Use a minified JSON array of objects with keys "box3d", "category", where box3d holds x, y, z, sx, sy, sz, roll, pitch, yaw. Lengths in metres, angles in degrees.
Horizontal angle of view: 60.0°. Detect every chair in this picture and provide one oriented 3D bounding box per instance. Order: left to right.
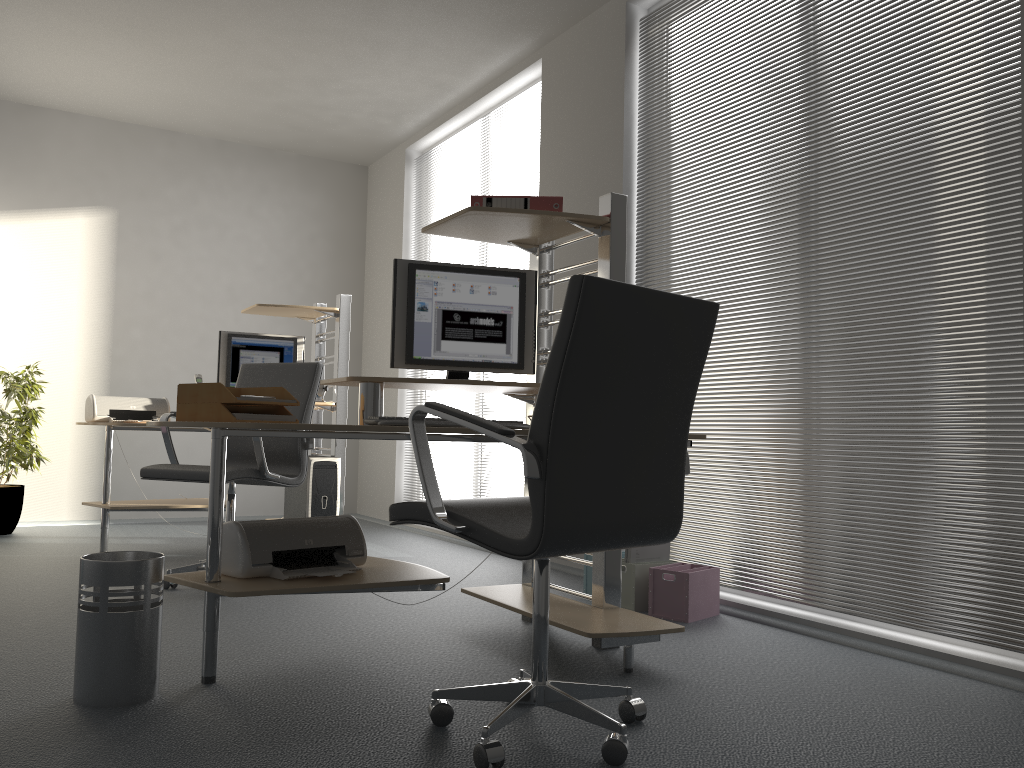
[{"box3d":[-1.286,0.399,4.109,0.584,1.048,0.652,0,-4,25],"category":"chair"},{"box3d":[0.086,0.319,2.159,0.584,1.048,0.652,5,-5,-44],"category":"chair"}]

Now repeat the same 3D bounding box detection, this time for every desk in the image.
[{"box3d":[-1.686,0.192,5.165,1.469,1.566,0.967,3,-4,-30],"category":"desk"},{"box3d":[-0.279,0.085,2.753,1.469,1.566,0.967,3,-4,-30],"category":"desk"}]

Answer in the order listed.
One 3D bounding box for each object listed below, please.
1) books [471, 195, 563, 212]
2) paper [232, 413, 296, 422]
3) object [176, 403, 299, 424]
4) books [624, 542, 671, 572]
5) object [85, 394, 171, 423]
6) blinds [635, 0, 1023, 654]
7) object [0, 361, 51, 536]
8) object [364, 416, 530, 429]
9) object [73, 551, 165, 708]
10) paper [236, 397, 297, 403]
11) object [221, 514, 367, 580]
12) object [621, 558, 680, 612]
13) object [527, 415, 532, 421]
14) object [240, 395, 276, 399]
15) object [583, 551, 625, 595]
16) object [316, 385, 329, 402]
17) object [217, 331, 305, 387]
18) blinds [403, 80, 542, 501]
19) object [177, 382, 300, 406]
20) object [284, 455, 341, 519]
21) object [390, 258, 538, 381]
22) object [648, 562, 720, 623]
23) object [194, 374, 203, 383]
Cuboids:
[{"box3d":[0.020,-0.612,3.207,0.320,0.072,0.262,1,-3,2],"category":"books"},{"box3d":[-0.838,0.102,2.709,0.297,0.019,0.210,-1,-4,39],"category":"paper"},{"box3d":[-0.839,0.089,2.711,0.309,0.060,0.225,-1,-4,39],"category":"object"},{"box3d":[0.574,0.787,3.786,0.220,0.306,0.068,3,-4,-30],"category":"books"},{"box3d":[-2.203,0.147,5.145,0.438,0.162,0.351,4,-4,-38],"category":"object"},{"box3d":[1.116,-0.526,3.598,0.022,2.770,1.950,3,-4,-30],"category":"blinds"},{"box3d":[-3.306,0.407,5.761,0.544,1.147,0.644,1,-3,-1],"category":"object"},{"box3d":[-0.294,0.154,2.877,0.478,0.082,0.814,3,-4,-22],"category":"object"},{"box3d":[-1.043,0.647,2.360,0.208,0.377,0.208,1,-3,13],"category":"object"},{"box3d":[-0.837,0.050,2.712,0.297,0.010,0.210,-1,-4,39],"category":"paper"},{"box3d":[-0.625,0.493,2.699,0.351,0.162,0.438,-2,-5,44],"category":"object"},{"box3d":[0.565,0.858,3.794,0.245,0.202,0.185,3,-4,-30],"category":"object"},{"box3d":[0.086,0.130,3.069,0.054,0.064,0.159,0,-4,27],"category":"object"},{"box3d":[-0.758,0.040,2.648,0.008,0.009,0.159,0,-4,24],"category":"object"},{"box3d":[0.472,0.865,3.954,0.245,0.202,0.185,3,-4,-30],"category":"object"},{"box3d":[-1.217,0.046,5.502,0.154,0.135,0.093,1,-3,7],"category":"object"},{"box3d":[-1.569,-0.101,5.558,0.516,0.418,0.245,2,-3,-15],"category":"object"},{"box3d":[-0.296,-0.420,6.015,0.037,2.749,1.950,3,-4,-30],"category":"blinds"},{"box3d":[-0.838,0.033,2.714,0.309,0.060,0.225,-1,-4,39],"category":"object"},{"box3d":[-1.203,0.647,5.337,0.199,0.422,0.471,3,-4,-30],"category":"object"},{"box3d":[-0.171,-0.206,3.167,0.516,0.418,0.245,2,-3,-8],"category":"object"},{"box3d":[0.702,0.850,3.613,0.185,0.202,0.245,-2,-4,42],"category":"object"},{"box3d":[-1.880,0.014,5.345,0.150,0.151,0.119,5,-5,-44],"category":"object"}]
